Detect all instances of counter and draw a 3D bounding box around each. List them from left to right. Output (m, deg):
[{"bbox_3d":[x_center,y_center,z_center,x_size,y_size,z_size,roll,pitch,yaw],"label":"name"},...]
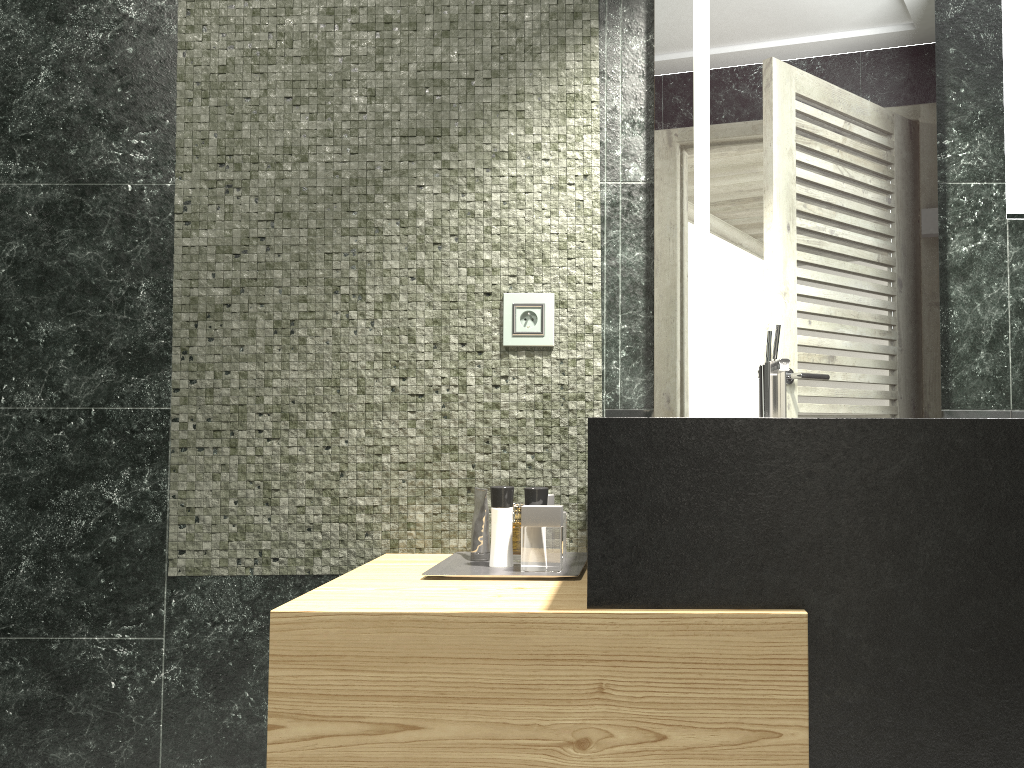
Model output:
[{"bbox_3d":[0.306,0.596,1.759,1.321,1.052,0.645,0,-3,2],"label":"counter"}]

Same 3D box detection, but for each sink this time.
[{"bbox_3d":[0.576,0.058,1.796,0.719,0.408,0.545,0,-3,3],"label":"sink"}]

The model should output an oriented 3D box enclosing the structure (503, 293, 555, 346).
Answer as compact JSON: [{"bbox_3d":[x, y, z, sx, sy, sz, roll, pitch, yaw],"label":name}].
[{"bbox_3d":[0.040,-0.156,2.110,0.123,0.129,0.016,0,-3,0],"label":"structure"}]

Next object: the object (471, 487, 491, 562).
[{"bbox_3d":[-0.071,0.318,1.986,0.044,0.163,0.046,0,-3,11],"label":"object"}]

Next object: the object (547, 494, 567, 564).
[{"bbox_3d":[0.079,0.323,1.943,0.084,0.153,0.031,0,-3,2],"label":"object"}]

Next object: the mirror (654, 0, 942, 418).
[{"bbox_3d":[0.684,-0.702,2.123,0.677,1.577,0.042,1,-3,0],"label":"mirror"}]

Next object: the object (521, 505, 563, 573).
[{"bbox_3d":[0.063,0.324,1.835,0.083,0.136,0.032,0,-3,5],"label":"object"}]

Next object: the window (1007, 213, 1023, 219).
[{"bbox_3d":[1.773,-0.927,2.358,1.059,1.069,0.039,0,-3,0],"label":"window"}]

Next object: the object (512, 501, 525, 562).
[{"bbox_3d":[0.016,0.334,1.981,0.082,0.133,0.058,0,-3,9],"label":"object"}]

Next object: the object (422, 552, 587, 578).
[{"bbox_3d":[0.001,0.392,1.893,0.314,0.011,0.319,0,-3,5],"label":"object"}]
